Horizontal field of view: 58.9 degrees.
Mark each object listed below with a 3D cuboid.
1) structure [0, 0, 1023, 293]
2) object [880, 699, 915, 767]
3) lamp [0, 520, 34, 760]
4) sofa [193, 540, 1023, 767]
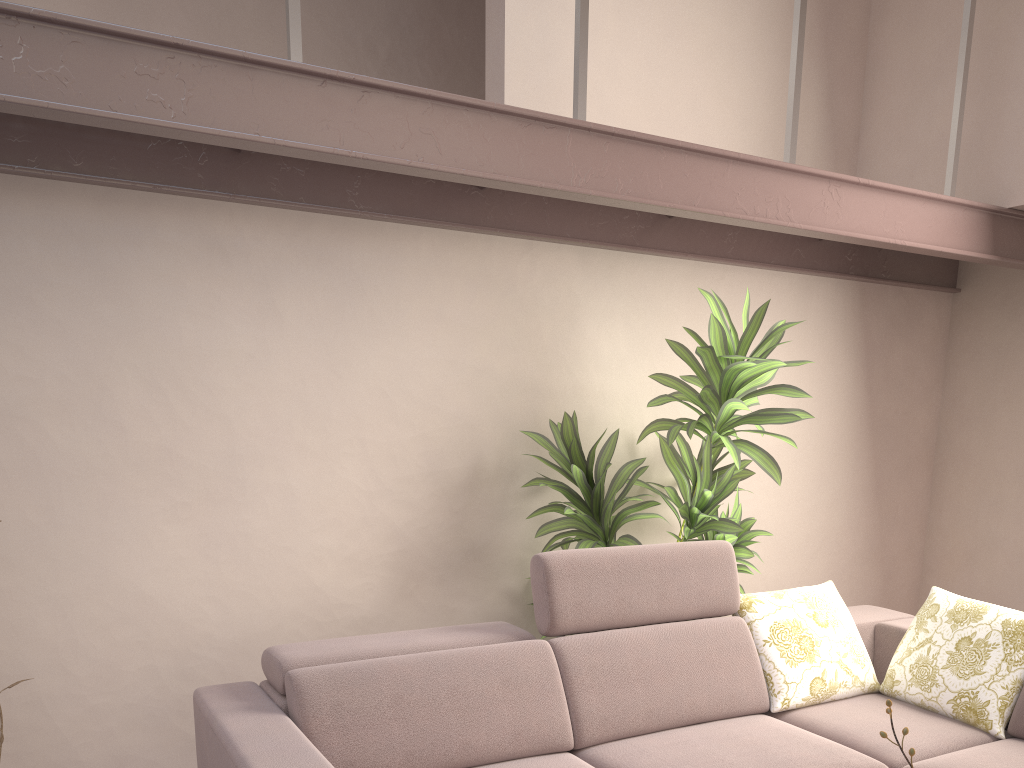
[{"bbox_3d":[0.045,-0.200,1.511,7.213,3.358,3.643,1,4,-29],"label":"structure"},{"bbox_3d":[0.709,0.795,1.415,0.299,0.622,0.354,-6,11,-34],"label":"object"},{"bbox_3d":[-1.659,0.894,2.747,0.337,1.178,0.224,1,12,4],"label":"lamp"},{"bbox_3d":[0.679,1.001,2.315,3.162,0.983,2.089,1,0,-29],"label":"sofa"}]
